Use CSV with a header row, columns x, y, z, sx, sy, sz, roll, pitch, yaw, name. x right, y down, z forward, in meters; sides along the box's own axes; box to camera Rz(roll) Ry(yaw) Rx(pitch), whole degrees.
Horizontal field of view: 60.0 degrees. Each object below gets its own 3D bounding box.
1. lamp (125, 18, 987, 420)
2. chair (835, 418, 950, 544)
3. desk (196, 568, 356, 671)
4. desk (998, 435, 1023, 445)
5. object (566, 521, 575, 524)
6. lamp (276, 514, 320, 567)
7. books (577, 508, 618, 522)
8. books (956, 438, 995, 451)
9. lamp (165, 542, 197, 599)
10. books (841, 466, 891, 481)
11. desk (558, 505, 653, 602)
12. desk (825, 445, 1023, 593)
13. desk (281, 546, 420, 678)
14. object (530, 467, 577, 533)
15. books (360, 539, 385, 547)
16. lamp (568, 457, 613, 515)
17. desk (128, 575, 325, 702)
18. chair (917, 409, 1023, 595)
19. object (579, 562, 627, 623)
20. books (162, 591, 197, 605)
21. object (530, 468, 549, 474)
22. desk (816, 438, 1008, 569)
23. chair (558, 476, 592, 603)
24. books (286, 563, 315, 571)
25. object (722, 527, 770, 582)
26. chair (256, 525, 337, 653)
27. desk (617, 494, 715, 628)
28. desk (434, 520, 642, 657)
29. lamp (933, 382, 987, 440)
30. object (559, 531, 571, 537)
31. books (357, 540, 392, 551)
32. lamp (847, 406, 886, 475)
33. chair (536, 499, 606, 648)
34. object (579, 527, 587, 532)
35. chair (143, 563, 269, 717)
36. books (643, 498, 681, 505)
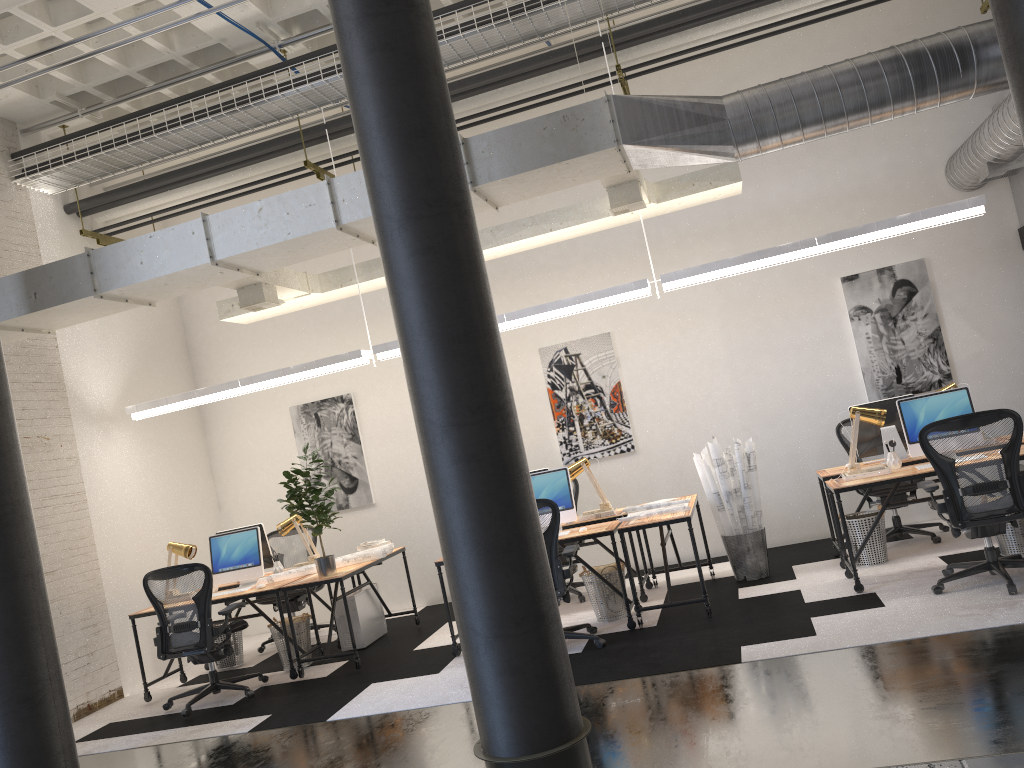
x,y,z,sx,sy,sz,roll,pitch,yaw,name
-0.303,-1.807,7.390,7.307,2.862,0.226,-13,-3,14,lamp
3.164,0.776,7.409,0.770,1.085,0.793,-12,-3,-3,chair
-2.138,2.105,8.149,1.402,0.724,0.529,-13,-3,14,desk
3.996,0.711,6.276,0.530,0.724,1.401,-13,-3,13,desk
0.470,1.087,7.302,0.101,0.126,0.101,-10,-3,-31,object
-1.935,1.406,8.022,0.345,0.469,0.126,-13,-3,14,lamp
0.714,1.083,7.365,0.309,0.038,0.225,-13,-4,14,books
3.473,0.459,6.730,0.309,0.038,0.225,-13,-4,14,books
-2.813,1.561,7.513,0.344,0.469,0.126,-13,-3,14,lamp
2.513,0.635,6.300,0.309,0.038,0.225,-13,-4,14,books
0.417,1.548,7.543,1.402,0.724,0.529,-13,-3,14,desk
2.968,0.917,6.087,1.402,0.724,0.529,-13,-3,14,desk
-1.319,1.892,7.517,0.530,0.724,1.401,-13,-3,13,desk
0.249,0.924,6.873,0.484,0.485,0.189,-13,-3,14,object
-1.261,1.436,8.030,0.185,0.030,0.153,-13,-4,11,books
0.620,0.849,7.415,0.345,0.469,0.127,-13,-3,14,lamp
-2.347,2.098,7.328,1.402,0.724,0.529,-13,-3,14,desk
2.907,0.718,5.603,0.770,1.085,0.793,-12,-3,-3,chair
0.725,1.586,6.802,0.359,0.434,0.353,-12,-3,10,object
-2.802,1.817,7.541,0.309,0.038,0.225,-13,-4,14,books
0.127,0.985,7.448,0.484,0.485,0.189,-13,-3,14,object
3.177,0.923,6.908,1.402,0.724,0.529,-13,-3,14,desk
0.405,1.400,8.044,0.770,1.085,0.793,-12,-3,-3,chair
-1.842,1.640,7.971,0.309,0.038,0.225,-13,-4,14,books
1.915,1.388,7.189,0.353,0.398,0.354,-10,-4,-31,object
-2.151,1.957,8.650,0.770,1.085,0.793,-12,-3,-3,chair
1.236,1.335,6.911,0.530,0.724,1.401,-13,-3,13,desk
0.209,1.541,6.722,1.402,0.724,0.529,-13,-3,14,desk
3.380,0.225,6.780,0.345,0.469,0.127,-13,-3,14,lamp
0.220,1.155,6.653,0.439,0.017,0.118,-13,-4,14,object
-1.249,1.466,8.043,0.258,0.044,0.192,-14,-4,31,books
2.502,0.379,6.272,0.345,0.469,0.126,-13,-3,14,lamp
0.148,1.343,6.238,0.770,1.085,0.793,-12,-3,-3,chair
0.528,1.077,6.569,0.059,0.029,0.106,-13,-4,14,object
-2.408,1.900,6.843,0.770,1.085,0.793,-12,-3,-3,chair
1.254,0.984,7.418,0.243,0.019,0.205,-9,-4,-39,books
